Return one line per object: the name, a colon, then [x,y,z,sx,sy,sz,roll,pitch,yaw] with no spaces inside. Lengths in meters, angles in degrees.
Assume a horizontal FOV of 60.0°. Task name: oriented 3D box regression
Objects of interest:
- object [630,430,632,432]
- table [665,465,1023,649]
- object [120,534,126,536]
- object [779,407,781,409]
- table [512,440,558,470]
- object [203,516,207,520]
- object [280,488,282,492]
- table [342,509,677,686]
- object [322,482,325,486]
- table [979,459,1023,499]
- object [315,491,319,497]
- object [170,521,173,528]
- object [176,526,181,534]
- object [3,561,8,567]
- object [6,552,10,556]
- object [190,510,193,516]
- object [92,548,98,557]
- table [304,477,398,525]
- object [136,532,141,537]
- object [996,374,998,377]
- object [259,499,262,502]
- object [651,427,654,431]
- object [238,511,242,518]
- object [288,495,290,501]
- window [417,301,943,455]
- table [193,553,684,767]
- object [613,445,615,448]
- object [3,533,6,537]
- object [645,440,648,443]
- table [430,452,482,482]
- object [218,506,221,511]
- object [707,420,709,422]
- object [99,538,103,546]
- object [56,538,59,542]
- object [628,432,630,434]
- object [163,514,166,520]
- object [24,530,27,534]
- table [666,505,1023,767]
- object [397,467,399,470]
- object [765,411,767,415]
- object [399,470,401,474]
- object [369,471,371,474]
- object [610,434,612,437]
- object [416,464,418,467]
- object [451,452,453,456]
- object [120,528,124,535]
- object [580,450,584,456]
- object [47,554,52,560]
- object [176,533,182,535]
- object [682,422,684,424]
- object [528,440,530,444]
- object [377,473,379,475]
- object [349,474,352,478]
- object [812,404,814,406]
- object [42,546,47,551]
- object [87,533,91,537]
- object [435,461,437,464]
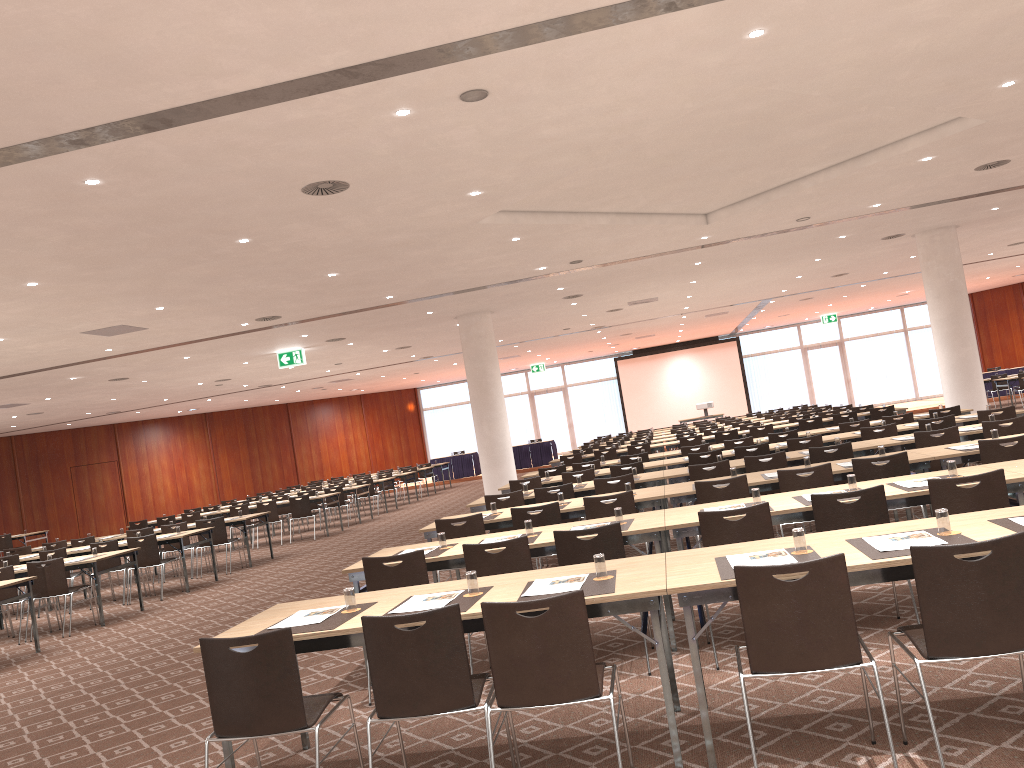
object: [3.715,1.505,27.646,0.054,0.114,0.054,-11,-3,43]
table: [2.261,1.175,6.127,2.268,0.832,0.953,-10,-3,9]
object: [-6.902,2.678,15.725,0.102,0.001,0.102,-9,-3,-2]
object: [8.142,0.762,26.899,0.054,0.114,0.054,-11,-3,43]
table: [0.734,2.525,31.450,1.713,0.832,1.042,-10,-3,9]
object: [-5.352,2.361,15.476,0.054,0.114,0.054,-9,-2,-2]
object: [-6.597,3.037,25.314,0.054,0.114,0.054,-8,-2,-24]
table: [0.051,1.546,6.497,2.268,0.832,0.953,-10,-3,9]
object: [-5.337,2.826,25.102,0.054,0.114,0.054,-8,-2,-24]
table: [4.470,0.805,5.756,2.268,0.832,0.953,-10,-3,9]
object: [-4.138,2.329,18.816,0.054,0.114,0.054,-8,-2,-24]
object: [-5.982,2.467,15.585,0.054,0.114,0.054,-9,-2,-2]
object: [-5.039,2.210,13.393,0.054,0.114,0.054,-9,-2,-2]
object: [-6.641,2.380,11.633,0.054,0.114,0.054,-10,-2,21]
object: [-7.883,2.687,13.880,0.054,0.114,0.054,-8,-2,-24]
object: [-6.972,2.805,19.294,0.054,0.114,0.054,-11,-3,43]
object: [-5.373,2.167,11.421,0.054,0.114,0.054,-10,-2,21]
table: [-4.168,3.017,22.920,2.268,0.832,0.953,-10,-3,9]
object: [-5.685,2.318,13.508,0.054,0.114,0.054,-9,-2,-2]
object: [14.160,-0.247,25.896,0.054,0.114,0.054,-9,-2,-2]
object: [-5.390,2.540,19.040,0.054,0.114,0.054,-8,-2,-24]
object: [4.360,1.397,27.539,0.054,0.114,0.054,-11,-3,43]
object: [-4.707,2.253,15.365,0.054,0.114,0.054,-9,-2,-2]
object: [-4.756,2.434,18.932,0.054,0.114,0.054,-8,-2,-24]
window: [7.261,0.217,37.215,22.967,3.870,0.217,-10,-2,9]
table: [-0.283,1.504,4.526,2.268,0.832,0.953,-10,-3,9]
object: [2.051,1.292,17.791,0.054,0.114,0.054,-11,-3,43]
object: [-14.041,4.188,24.547,0.054,0.114,0.054,-8,-2,-24]
object: [2.685,1.185,17.670,0.054,0.114,0.054,-11,-3,43]
table: [-2.034,2.989,31.914,1.713,0.832,1.042,-10,-3,9]
object: [-6.337,2.699,19.199,0.054,0.114,0.054,-11,-3,43]
object: [5.601,1.090,25.301,0.054,0.114,0.054,-11,-3,43]
object: [-6.311,2.423,13.610,0.054,0.114,0.054,-9,-2,-2]
object: [-8.178,2.835,15.959,0.054,0.114,0.054,-11,-3,43]
object: [3.392,1.460,25.669,0.054,0.114,0.054,-11,-3,43]
object: [-7.602,2.911,19.402,0.054,0.114,0.054,-11,-3,43]
object: [-13.405,4.081,24.430,0.054,0.114,0.054,-8,-2,-24]
table: [1.926,1.133,4.155,2.268,0.832,0.953,-10,-3,9]
object: [-3.716,2.751,28.886,0.054,0.114,0.054,-9,-2,-2]
object: [7.173,0.826,25.037,0.054,0.114,0.054,-11,-3,43]
object: [-3.121,2.454,24.733,0.054,0.114,0.054,-9,-2,-2]
object: [-4.662,2.910,29.048,0.054,0.114,0.054,-8,-2,-24]
object: [3.084,1.610,27.744,0.054,0.114,0.054,-8,-2,-24]
object: [-3.085,2.645,28.782,0.054,0.114,0.054,-9,-2,-2]
object: [-2.167,2.527,32.031,0.054,0.114,0.054,-10,-2,21]
object: [-6.928,2.626,15.748,0.054,0.114,0.054,-11,-3,43]
object: [1.415,1.399,17.899,0.054,0.114,0.054,-8,-2,-24]
object: [-6.009,2.274,11.530,0.054,0.114,0.054,-10,-2,21]
object: [-5.034,2.267,13.393,0.102,0.001,0.102,-9,-3,-2]
object: [5.294,1.240,27.388,0.054,0.114,0.054,-11,-3,43]
object: [0.601,2.063,31.567,0.054,0.114,0.054,-10,-2,21]
object: [-3.762,2.561,24.832,0.054,0.114,0.054,-9,-2,-2]
object: [-5.307,3.017,29.148,0.054,0.114,0.054,-8,-2,-24]
object: [8.437,0.614,24.830,0.054,0.114,0.054,-8,-2,-24]
object: [-7.255,2.582,13.765,0.054,0.114,0.054,-8,-2,-24]
object: [-7.553,2.730,15.842,0.054,0.114,0.054,-11,-3,43]
object: [-2.458,2.540,28.680,0.054,0.114,0.054,-9,-2,-2]
